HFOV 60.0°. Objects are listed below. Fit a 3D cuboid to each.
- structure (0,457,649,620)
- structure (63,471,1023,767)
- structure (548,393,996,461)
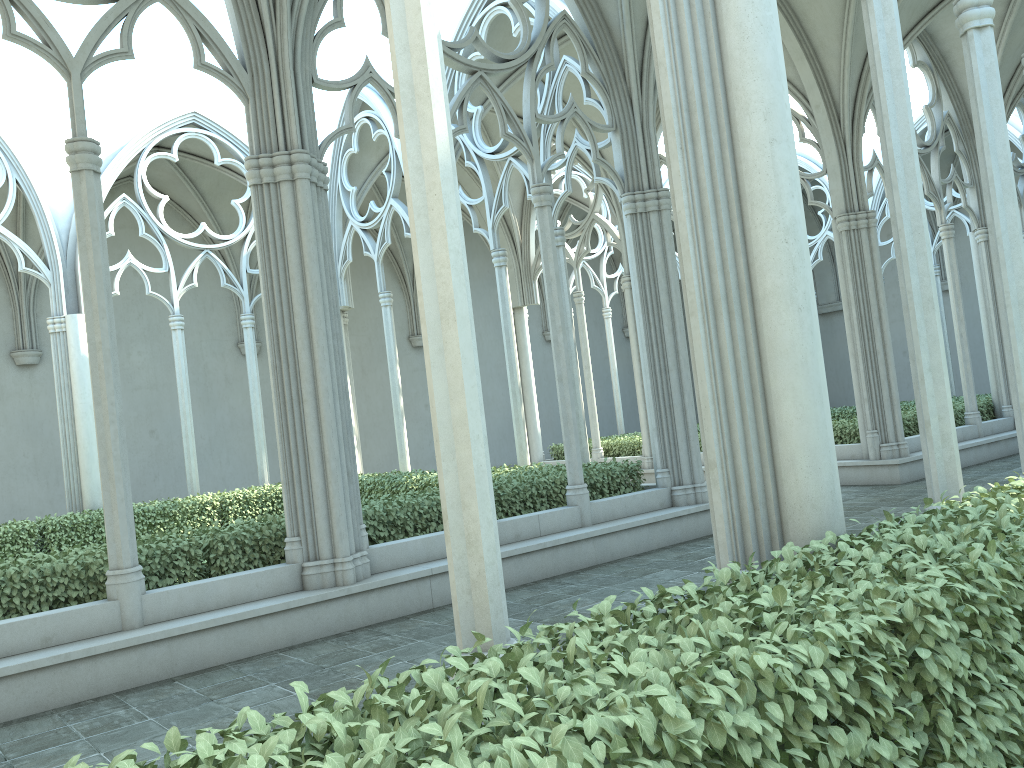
[{"bbox_3d":[-3.874,1.975,11.251,8.018,0.963,7.995,-5,-3,-38],"label":"structure"},{"bbox_3d":[4.131,0.613,1.000,8.018,0.963,7.995,-5,-3,-38],"label":"structure"},{"bbox_3d":[6.342,1.121,19.350,8.018,0.963,7.995,-5,-3,-38],"label":"structure"}]
